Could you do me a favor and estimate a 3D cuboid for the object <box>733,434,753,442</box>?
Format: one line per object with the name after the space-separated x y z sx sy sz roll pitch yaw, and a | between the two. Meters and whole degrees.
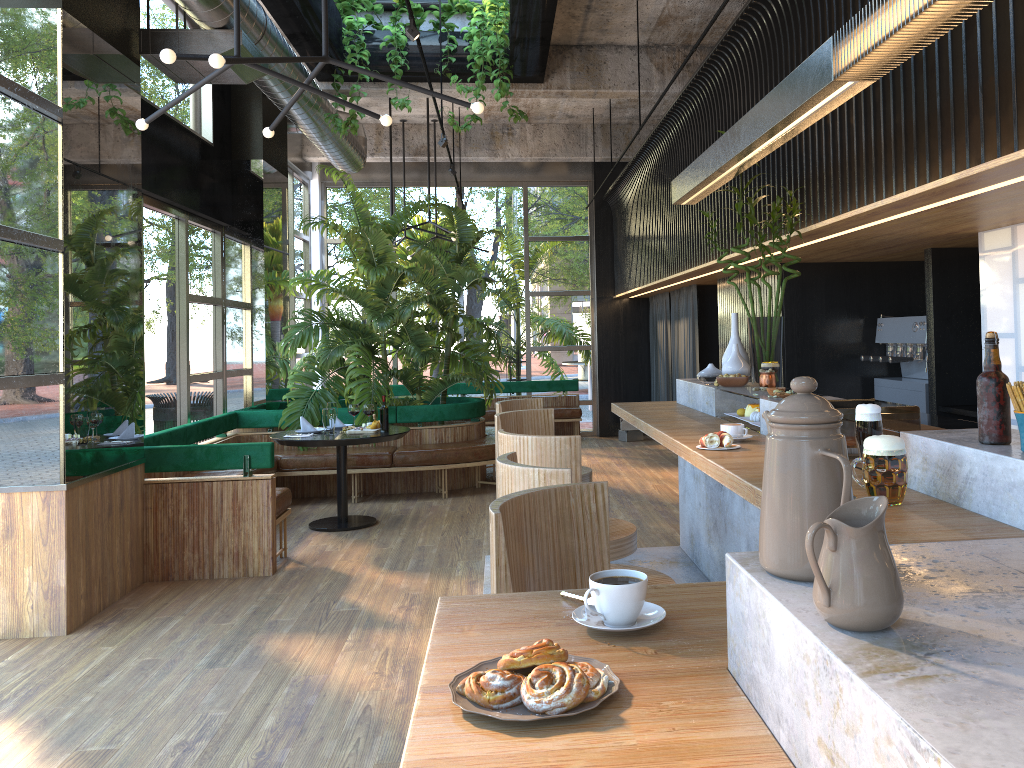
0.890 0.220 3.582 0.163 0.020 0.158 -2 3 -7 | object

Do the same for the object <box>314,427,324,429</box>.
-1.649 0.373 7.480 0.165 0.019 0.243 -4 4 -43 | object

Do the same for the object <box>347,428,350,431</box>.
-1.330 0.373 7.222 0.032 0.031 0.040 -1 1 22 | object

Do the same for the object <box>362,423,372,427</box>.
-1.163 0.340 7.351 0.193 0.038 0.063 0 2 30 | object

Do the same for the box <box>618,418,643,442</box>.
1.665 0.570 12.458 0.340 0.442 0.273 -1 0 -15 | box

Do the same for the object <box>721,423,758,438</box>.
0.911 0.191 3.583 0.137 0.064 0.107 -2 2 -24 | object

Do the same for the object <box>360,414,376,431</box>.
-1.161 0.307 7.161 0.144 0.124 0.097 -2 0 -23 | object

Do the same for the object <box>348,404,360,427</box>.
-1.336 0.273 7.508 0.105 0.201 0.100 -1 -1 -14 | object

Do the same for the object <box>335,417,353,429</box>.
-1.479 0.309 7.574 0.240 0.139 0.225 -2 2 -19 | object

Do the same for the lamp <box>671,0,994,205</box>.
2.366 -2.081 2.601 5.056 2.131 6.647 -2 3 -8 | lamp

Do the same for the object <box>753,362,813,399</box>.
1.189 -0.021 4.056 0.210 0.134 0.806 -1 3 5 | object

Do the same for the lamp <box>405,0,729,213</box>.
-0.538 -2.580 7.546 3.827 1.530 9.944 -1 3 -4 | lamp

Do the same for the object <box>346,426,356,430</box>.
-1.337 0.366 7.375 0.097 0.028 0.129 -1 3 12 | object

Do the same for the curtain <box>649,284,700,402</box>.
2.038 -0.191 11.349 0.122 2.057 3.252 -1 2 -1 | curtain

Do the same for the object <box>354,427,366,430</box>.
-1.237 0.360 7.243 0.102 0.013 0.221 -1 3 3 | object

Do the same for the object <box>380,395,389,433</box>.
-1.027 0.237 7.134 0.067 0.299 0.069 -1 -1 13 | object

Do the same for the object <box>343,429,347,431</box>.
-1.371 0.377 7.279 0.033 0.019 0.038 -1 2 9 | object

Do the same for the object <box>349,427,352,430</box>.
-1.331 0.368 7.312 0.033 0.032 0.037 -1 1 -5 | object

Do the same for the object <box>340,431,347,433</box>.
-1.366 0.386 7.178 0.063 0.013 0.146 -2 3 -7 | object

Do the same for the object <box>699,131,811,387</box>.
1.375 -0.627 4.935 0.643 1.549 0.611 -2 -1 35 | object

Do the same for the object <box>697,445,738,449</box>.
0.785 0.238 3.377 0.117 0.005 0.126 1 4 36 | object

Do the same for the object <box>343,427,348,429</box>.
-1.390 0.369 7.397 0.024 0.025 0.047 -1 2 16 | object

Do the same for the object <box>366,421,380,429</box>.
-1.133 0.331 7.253 0.099 0.064 0.162 -2 3 -32 | object

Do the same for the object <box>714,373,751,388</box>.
1.156 -0.022 4.674 0.190 0.073 0.231 -1 3 17 | object

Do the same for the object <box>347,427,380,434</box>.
-1.180 0.374 7.252 0.237 0.019 0.357 -1 3 8 | object

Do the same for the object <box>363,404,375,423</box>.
-1.205 0.272 7.480 0.105 0.201 0.100 -1 -1 -14 | object

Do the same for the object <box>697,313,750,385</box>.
1.216 -0.196 4.925 0.332 0.397 0.304 -2 0 -45 | object

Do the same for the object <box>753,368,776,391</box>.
1.222 -0.021 4.313 0.086 0.107 0.161 -1 1 43 | object

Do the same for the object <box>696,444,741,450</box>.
0.786 0.240 3.381 0.165 0.005 0.169 -1 3 9 | object

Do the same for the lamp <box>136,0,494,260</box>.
0.533 -2.226 3.380 5.127 1.822 18.777 -1 3 -1 | lamp
